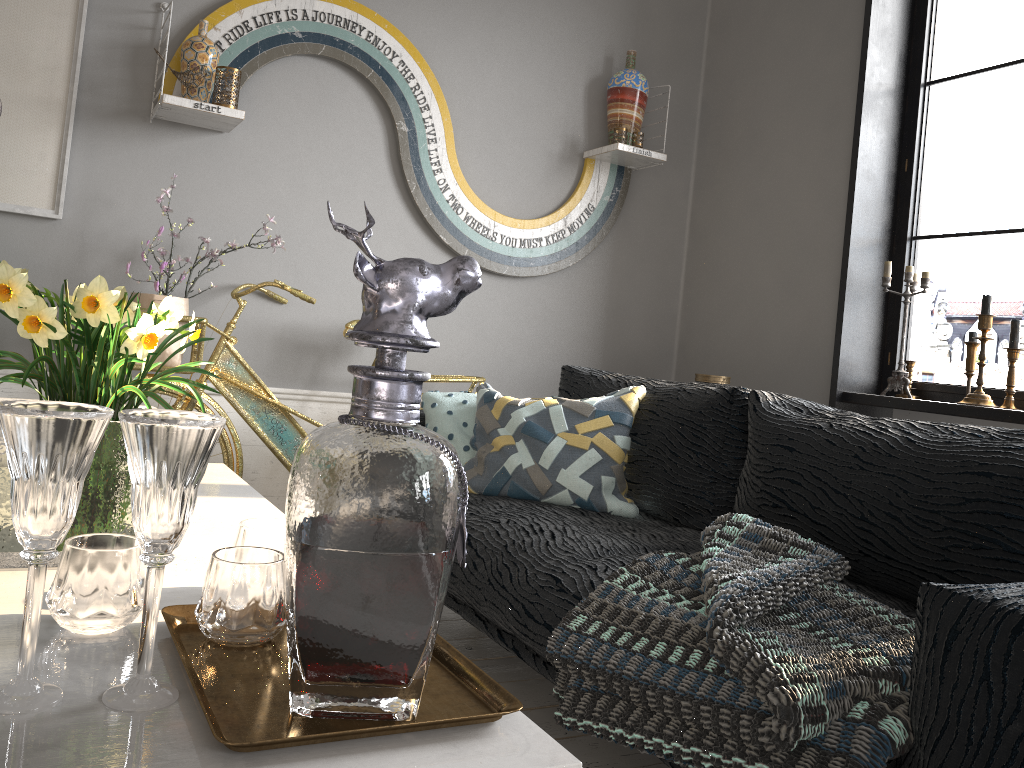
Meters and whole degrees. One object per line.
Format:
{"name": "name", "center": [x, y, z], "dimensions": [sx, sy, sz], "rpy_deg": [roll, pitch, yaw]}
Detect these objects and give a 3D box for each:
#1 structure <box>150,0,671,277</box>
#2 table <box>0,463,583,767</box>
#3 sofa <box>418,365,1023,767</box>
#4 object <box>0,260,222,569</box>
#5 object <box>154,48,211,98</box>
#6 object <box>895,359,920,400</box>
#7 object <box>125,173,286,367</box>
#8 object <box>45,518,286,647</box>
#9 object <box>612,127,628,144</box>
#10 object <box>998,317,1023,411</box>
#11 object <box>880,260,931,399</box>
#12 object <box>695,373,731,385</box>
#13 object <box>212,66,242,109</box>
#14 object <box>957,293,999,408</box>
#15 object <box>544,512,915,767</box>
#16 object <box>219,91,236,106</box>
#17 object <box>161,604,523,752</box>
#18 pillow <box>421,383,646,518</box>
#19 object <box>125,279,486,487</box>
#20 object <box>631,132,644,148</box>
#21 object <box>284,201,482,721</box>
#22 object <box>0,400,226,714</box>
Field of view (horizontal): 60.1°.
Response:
{"name": "structure", "center": [-0.285, -0.946, 3.382], "dimensions": [2.016, 0.957, 0.267], "rpy_deg": [5, -1, -29]}
{"name": "table", "center": [-0.617, 0.459, 1.122], "dimensions": [0.730, 0.511, 1.460], "rpy_deg": [5, 2, -29]}
{"name": "sofa", "center": [0.384, 0.390, 2.135], "dimensions": [0.967, 0.798, 2.347], "rpy_deg": [6, 2, -29]}
{"name": "object", "center": [-0.549, 0.031, 1.142], "dimensions": [0.324, 0.351, 0.352], "rpy_deg": [6, 0, -27]}
{"name": "object", "center": [-1.071, -0.997, 2.863], "dimensions": [0.197, 0.166, 0.060], "rpy_deg": [6, -1, 5]}
{"name": "object", "center": [1.441, -0.023, 3.211], "dimensions": [0.084, 0.151, 0.084], "rpy_deg": [6, -1, -25]}
{"name": "object", "center": [-1.010, -0.358, 2.900], "dimensions": [0.487, 0.642, 0.253], "rpy_deg": [6, -1, -11]}
{"name": "object", "center": [-0.275, 0.206, 0.876], "dimensions": [0.247, 0.087, 0.278], "rpy_deg": [7, 2, 39]}
{"name": "object", "center": [0.452, -1.031, 3.710], "dimensions": [0.060, 0.079, 0.060], "rpy_deg": [6, -1, -40]}
{"name": "object", "center": [1.613, -0.067, 2.851], "dimensions": [0.076, 0.301, 0.075], "rpy_deg": [6, -2, 2]}
{"name": "object", "center": [1.388, -0.196, 3.177], "dimensions": [0.145, 0.491, 0.162], "rpy_deg": [6, -1, 7]}
{"name": "object", "center": [0.769, 0.046, 3.432], "dimensions": [0.141, 0.160, 0.138], "rpy_deg": [6, 0, 9]}
{"name": "object", "center": [-0.951, -0.977, 2.946], "dimensions": [0.085, 0.140, 0.086], "rpy_deg": [6, -1, -36]}
{"name": "object", "center": [1.538, -0.114, 2.890], "dimensions": [0.123, 0.376, 0.123], "rpy_deg": [7, -2, -24]}
{"name": "object", "center": [0.416, 0.441, 1.464], "dimensions": [0.488, 0.329, 0.668], "rpy_deg": [5, 1, -34]}
{"name": "object", "center": [-0.970, -0.953, 3.025], "dimensions": [0.062, 0.082, 0.062], "rpy_deg": [6, -1, 37]}
{"name": "object", "center": [-0.169, 0.250, 0.800], "dimensions": [0.246, 0.015, 0.319], "rpy_deg": [5, 2, -29]}
{"name": "pillow", "center": [0.059, 0.158, 2.661], "dimensions": [0.801, 0.362, 0.442], "rpy_deg": [7, 1, 43]}
{"name": "object", "center": [-0.719, 0.146, 3.096], "dimensions": [1.620, 0.971, 0.427], "rpy_deg": [5, -1, -37]}
{"name": "object", "center": [0.527, -1.023, 3.712], "dimensions": [0.050, 0.058, 0.050], "rpy_deg": [6, 0, -39]}
{"name": "object", "center": [-0.108, 0.056, 0.756], "dimensions": [0.155, 0.418, 0.148], "rpy_deg": [6, -1, -9]}
{"name": "object", "center": [-0.326, 0.134, 0.699], "dimensions": [0.167, 0.227, 0.082], "rpy_deg": [6, -1, -17]}
